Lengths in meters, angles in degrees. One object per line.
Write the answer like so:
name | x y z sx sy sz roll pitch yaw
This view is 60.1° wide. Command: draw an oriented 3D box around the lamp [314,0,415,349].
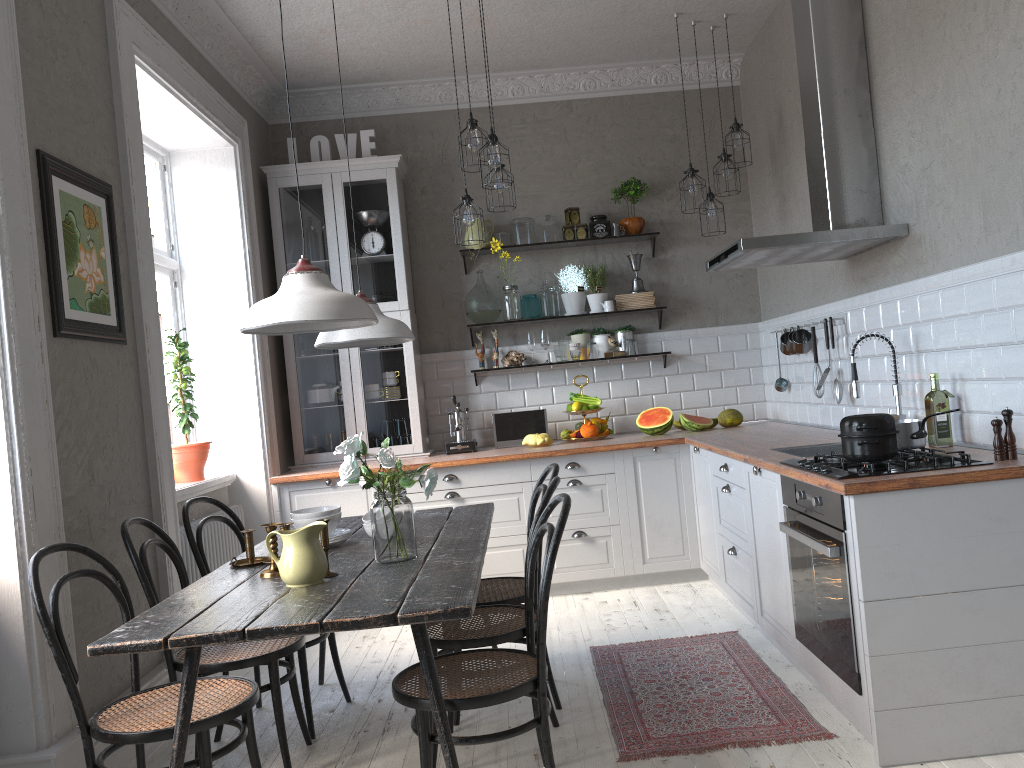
lamp | -0.648 -1.074 3.385 0.378 1.858 0.381 -5 0 7

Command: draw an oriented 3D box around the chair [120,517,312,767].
chair | -0.992 0.888 3.035 0.551 0.920 0.436 -5 0 -4

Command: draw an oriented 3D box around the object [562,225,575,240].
object | 0.377 -0.989 5.867 0.083 0.113 0.082 -5 0 -1

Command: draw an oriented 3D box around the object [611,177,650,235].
object | 0.805 -1.173 5.883 0.257 0.397 0.245 -6 0 24

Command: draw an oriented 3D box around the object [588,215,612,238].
object | 0.584 -1.039 5.921 0.142 0.174 0.142 -5 0 -1

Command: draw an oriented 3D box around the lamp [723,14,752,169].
lamp | 1.258 -2.149 5.211 0.149 1.735 0.144 -5 0 -29

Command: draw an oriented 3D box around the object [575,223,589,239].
object | 0.464 -0.997 5.867 0.082 0.113 0.083 -5 0 9

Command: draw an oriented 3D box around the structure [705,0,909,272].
structure | 1.245 -1.385 4.079 0.714 1.595 0.711 -5 0 -1

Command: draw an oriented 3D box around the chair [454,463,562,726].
chair | -0.043 0.800 3.516 0.551 0.920 0.436 -5 0 -4

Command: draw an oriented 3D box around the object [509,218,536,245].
object | 0.075 -0.996 5.864 0.168 0.184 0.175 -6 0 38

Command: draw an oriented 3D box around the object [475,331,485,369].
object | -0.210 -0.223 5.881 0.054 0.264 0.060 -5 0 -30

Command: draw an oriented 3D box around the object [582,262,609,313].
object | 0.556 -0.655 5.876 0.188 0.380 0.166 -5 0 -40

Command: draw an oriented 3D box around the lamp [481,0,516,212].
lamp | -0.135 -1.764 4.571 0.148 1.735 0.145 -5 0 -14

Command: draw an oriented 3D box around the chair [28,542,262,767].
chair | -0.992 0.885 2.480 0.547 0.920 0.440 -5 0 6

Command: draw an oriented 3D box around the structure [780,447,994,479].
structure | 1.246 0.257 3.027 0.497 0.031 0.605 -5 0 -1

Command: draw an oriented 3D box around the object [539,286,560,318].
object | 0.245 -0.538 5.827 0.123 0.206 0.126 -6 0 22

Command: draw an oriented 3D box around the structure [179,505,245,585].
structure | -1.552 0.889 4.422 0.149 0.428 1.220 -5 0 -2

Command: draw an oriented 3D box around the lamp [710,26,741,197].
lamp | 1.230 -2.017 5.379 0.143 1.735 0.150 -6 0 41

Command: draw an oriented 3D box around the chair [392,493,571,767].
chair | -0.064 0.797 2.498 0.551 0.920 0.436 -5 0 -4

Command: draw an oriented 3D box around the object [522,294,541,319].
object | 0.124 -0.509 5.912 0.126 0.172 0.126 -5 0 3

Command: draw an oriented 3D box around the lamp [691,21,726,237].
lamp | 1.118 -1.753 5.268 0.149 1.735 0.144 -5 0 -29

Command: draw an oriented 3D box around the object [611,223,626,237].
object | 0.698 -1.012 5.827 0.093 0.096 0.074 -5 0 -1

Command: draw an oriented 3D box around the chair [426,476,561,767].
chair | -0.064 0.800 3.031 0.547 0.920 0.440 -5 0 6

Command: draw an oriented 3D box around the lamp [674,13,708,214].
lamp | 0.977 -1.864 5.130 0.144 1.735 0.149 -6 0 31

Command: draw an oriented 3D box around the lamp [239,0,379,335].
lamp | -0.655 -1.078 2.492 0.371 1.858 0.387 -6 0 37

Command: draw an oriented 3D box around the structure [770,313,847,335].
structure | 1.632 -0.321 4.949 0.094 0.053 1.084 -5 0 0

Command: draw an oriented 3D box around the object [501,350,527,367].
object | 0.005 -0.168 5.848 0.179 0.111 0.095 -5 0 -24

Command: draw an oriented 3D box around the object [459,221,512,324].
object | -0.215 -0.732 5.801 0.340 0.674 0.331 -5 0 -32

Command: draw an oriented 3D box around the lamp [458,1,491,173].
lamp | -0.261 -1.934 4.413 0.148 1.735 0.145 -5 0 -14

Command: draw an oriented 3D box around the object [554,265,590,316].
object | 0.425 -0.630 5.923 0.242 0.354 0.237 -6 0 17

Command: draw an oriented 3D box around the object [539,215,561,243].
object | 0.252 -1.029 5.964 0.143 0.220 0.137 -5 0 -41

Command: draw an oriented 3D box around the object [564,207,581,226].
object | 0.400 -1.104 5.856 0.084 0.113 0.081 -5 0 -21

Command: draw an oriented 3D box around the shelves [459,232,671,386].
shelves | 0.357 -0.474 5.890 1.318 0.923 0.228 -5 0 -2

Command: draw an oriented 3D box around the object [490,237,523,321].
object | -0.035 -0.681 5.763 0.193 0.540 0.279 -5 0 -9

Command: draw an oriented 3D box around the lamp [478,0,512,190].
lamp | -0.154 -1.814 4.257 0.150 1.735 0.143 -5 0 -44

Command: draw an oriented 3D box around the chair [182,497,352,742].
chair | -0.971 0.889 3.522 0.545 0.920 0.441 -5 0 11

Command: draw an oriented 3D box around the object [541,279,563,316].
object | 0.267 -0.567 5.978 0.131 0.264 0.132 -5 0 5

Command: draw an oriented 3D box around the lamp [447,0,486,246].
lamp | -0.295 -1.589 4.569 0.149 1.735 0.144 -5 0 -34

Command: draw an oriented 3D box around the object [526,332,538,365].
object | 0.135 -0.235 5.893 0.083 0.217 0.081 -5 0 -15

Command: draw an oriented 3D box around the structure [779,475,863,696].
structure | 1.306 0.617 3.023 0.619 0.623 0.621 -5 0 -1

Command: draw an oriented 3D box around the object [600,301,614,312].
object | 0.636 -0.509 5.814 0.104 0.071 0.064 -6 0 29

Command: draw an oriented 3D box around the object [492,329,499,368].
object | -0.105 -0.233 5.869 0.052 0.264 0.063 -6 0 35
